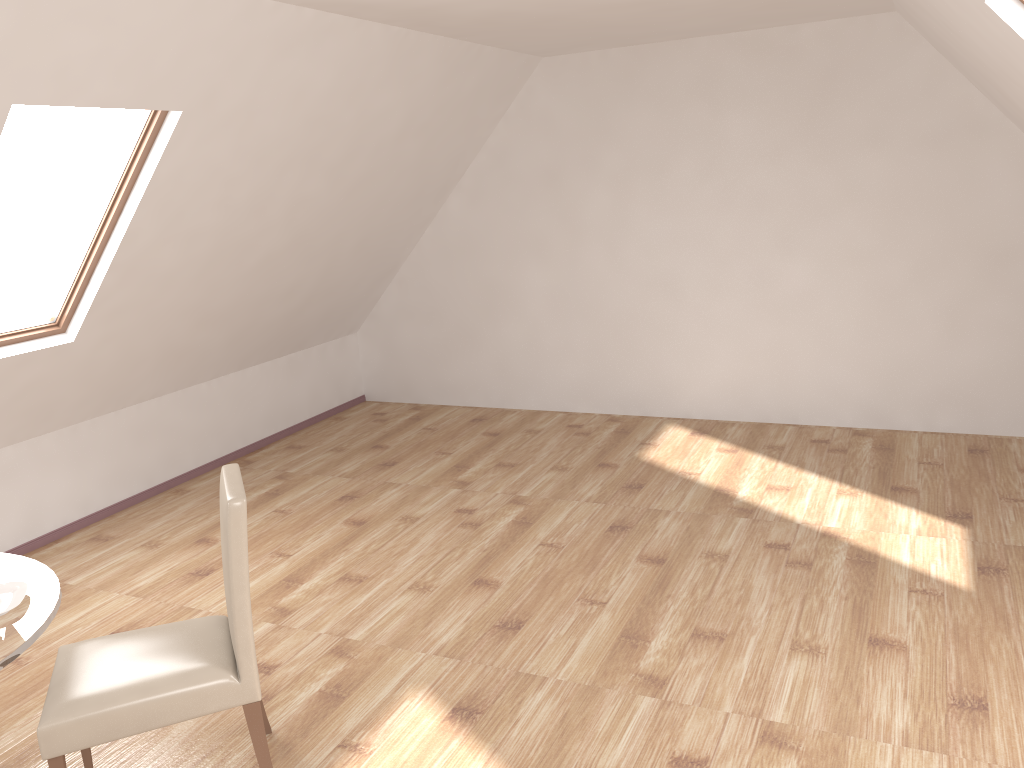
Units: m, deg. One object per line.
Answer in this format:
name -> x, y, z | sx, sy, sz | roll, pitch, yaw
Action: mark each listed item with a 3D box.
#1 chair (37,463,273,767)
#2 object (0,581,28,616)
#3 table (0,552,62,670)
chair -> -1.062, 0.809, 2.668 | 0.618, 0.999, 0.477 | -9, 14, -19
object -> -1.449, 0.605, 2.418 | 0.228, 0.020, 0.228 | -9, 14, -18
table -> -1.790, 1.052, 2.354 | 1.198, 0.770, 1.198 | -16, 18, -42
